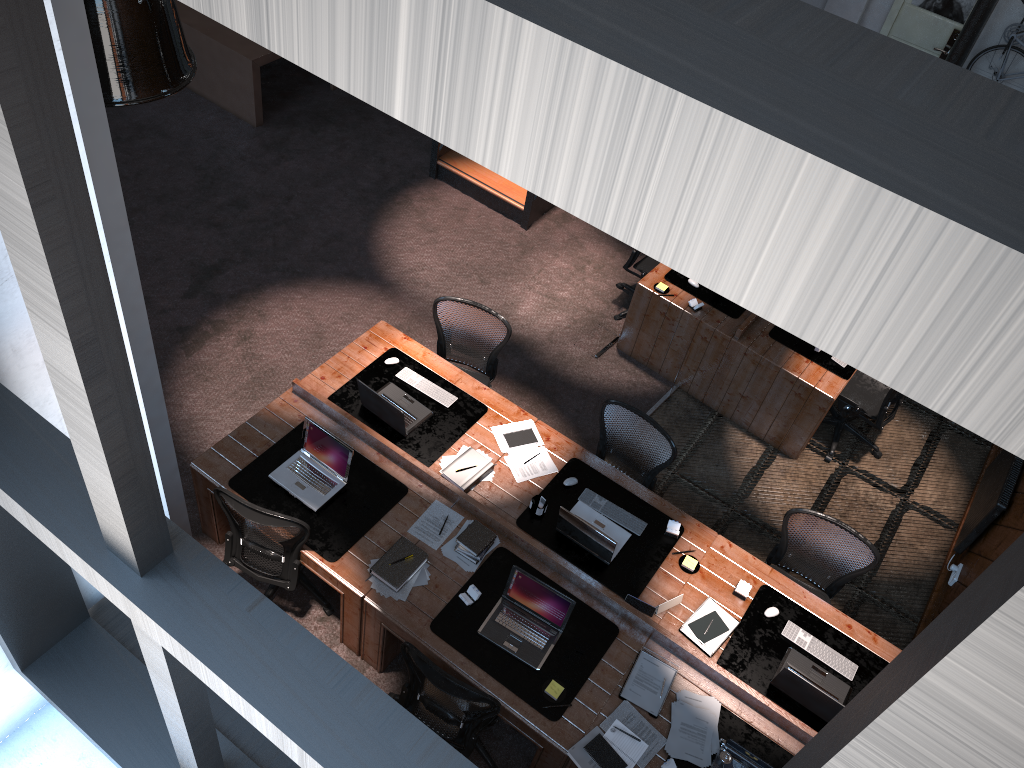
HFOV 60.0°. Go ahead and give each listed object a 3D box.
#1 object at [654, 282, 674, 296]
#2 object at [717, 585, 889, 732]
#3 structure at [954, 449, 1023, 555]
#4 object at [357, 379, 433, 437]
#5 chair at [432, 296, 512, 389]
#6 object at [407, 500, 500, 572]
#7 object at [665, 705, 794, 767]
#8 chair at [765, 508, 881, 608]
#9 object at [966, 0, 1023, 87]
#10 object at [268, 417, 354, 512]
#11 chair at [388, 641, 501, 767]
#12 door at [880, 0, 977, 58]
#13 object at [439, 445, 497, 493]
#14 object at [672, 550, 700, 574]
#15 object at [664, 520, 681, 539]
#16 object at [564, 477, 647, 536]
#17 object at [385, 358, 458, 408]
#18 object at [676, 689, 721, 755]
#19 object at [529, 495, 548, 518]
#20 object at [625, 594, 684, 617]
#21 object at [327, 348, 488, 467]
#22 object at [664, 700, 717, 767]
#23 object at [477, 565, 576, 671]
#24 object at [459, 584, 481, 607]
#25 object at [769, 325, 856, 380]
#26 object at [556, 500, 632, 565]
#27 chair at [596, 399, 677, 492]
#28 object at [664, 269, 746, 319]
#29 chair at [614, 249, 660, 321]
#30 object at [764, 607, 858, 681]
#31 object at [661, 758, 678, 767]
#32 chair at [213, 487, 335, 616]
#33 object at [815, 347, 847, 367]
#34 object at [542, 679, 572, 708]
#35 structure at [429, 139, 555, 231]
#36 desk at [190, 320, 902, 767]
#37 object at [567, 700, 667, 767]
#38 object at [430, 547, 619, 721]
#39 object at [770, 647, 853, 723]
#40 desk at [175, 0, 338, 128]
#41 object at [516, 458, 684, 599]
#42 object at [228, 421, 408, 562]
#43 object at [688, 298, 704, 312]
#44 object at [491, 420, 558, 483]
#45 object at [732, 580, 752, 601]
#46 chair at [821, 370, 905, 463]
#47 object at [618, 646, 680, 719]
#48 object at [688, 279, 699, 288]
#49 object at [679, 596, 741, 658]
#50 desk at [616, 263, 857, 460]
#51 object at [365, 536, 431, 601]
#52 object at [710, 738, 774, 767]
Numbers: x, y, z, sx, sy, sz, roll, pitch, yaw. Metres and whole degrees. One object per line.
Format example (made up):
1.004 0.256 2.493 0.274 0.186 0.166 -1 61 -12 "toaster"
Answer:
1.197 -0.760 7.044 0.158 0.026 0.154 0 48 -11 "object"
1.650 1.586 4.969 0.848 0.008 0.687 32 49 18 "object"
3.507 0.767 6.452 0.073 0.628 1.064 32 49 18 "structure"
-0.740 0.085 5.674 0.390 0.283 0.323 34 50 19 "object"
-0.384 -0.020 6.335 0.770 1.085 0.792 9 46 -3 "chair"
-0.327 0.855 5.178 0.478 0.098 0.319 31 49 17 "object"
1.182 2.063 4.429 0.848 0.008 0.687 32 49 18 "object"
1.780 1.347 5.509 0.770 1.085 0.792 16 46 4 "chair"
5.732 -3.705 9.529 1.022 1.846 0.655 14 46 1 "object"
-1.178 0.469 5.188 0.380 0.288 0.320 32 49 18 "object"
-0.298 1.612 4.834 0.770 1.085 0.792 16 46 4 "chair"
4.928 -4.181 10.484 1.013 2.268 0.064 32 49 18 "door"
-0.274 0.506 5.535 0.363 0.065 0.325 -27 58 -31 "object"
1.060 1.065 5.318 0.158 0.026 0.154 -4 48 -15 "object"
0.991 0.883 5.438 0.082 0.063 0.106 19 47 6 "object"
0.567 0.754 5.496 0.577 0.040 0.139 32 49 17 "object"
-0.626 -0.015 5.965 0.577 0.040 0.139 33 50 18 "object"
1.274 1.947 4.542 1.058 0.002 0.356 31 49 17 "object"
0.159 0.739 5.368 0.078 0.138 0.099 -30 59 -33 "object"
0.816 1.253 5.053 0.347 0.083 0.129 2 47 -10 "object"
-0.681 0.136 5.837 0.848 0.008 0.687 32 49 18 "object"
0.927 1.809 4.592 0.246 0.002 0.315 17 47 5 "object"
0.075 1.254 4.755 0.390 0.283 0.323 28 48 15 "object"
-0.234 1.174 4.917 0.106 0.063 0.082 -30 59 -33 "object"
2.495 -0.421 7.011 0.687 0.008 0.848 33 50 19 "object"
0.500 0.810 5.217 0.380 0.288 0.320 32 49 18 "object"
0.638 0.706 5.870 0.770 1.085 0.792 24 47 10 "chair"
1.734 -0.899 7.299 0.687 0.008 0.848 33 50 19 "object"
1.354 -1.052 7.653 0.792 1.085 0.770 24 47 10 "chair"
1.695 1.475 5.058 0.577 0.040 0.139 35 50 20 "object"
0.802 1.929 4.425 0.082 0.063 0.106 -25 57 -30 "object"
-1.396 0.852 5.314 0.770 1.085 0.792 9 46 -3 "chair"
2.524 -0.546 6.759 0.811 0.578 0.663 7 47 -5 "object"
0.226 1.610 4.633 0.158 0.026 0.154 0 48 -11 "object"
1.691 -4.359 9.253 10.620 4.603 5.793 32 49 18 "structure"
0.186 1.269 5.422 4.117 0.840 1.748 32 49 18 "desk"
0.539 1.839 4.489 0.467 0.017 0.304 -29 59 -32 "object"
0.077 1.342 4.872 0.848 0.008 0.687 32 49 18 "object"
1.655 1.586 4.772 0.390 0.283 0.323 32 49 18 "object"
-2.168 -4.233 10.116 1.650 0.750 3.630 32 49 18 "desk"
0.545 0.865 5.412 0.848 0.008 0.687 32 49 18 "object"
-1.149 0.613 5.297 0.848 0.008 0.687 32 49 18 "object"
1.440 -0.626 6.945 0.082 0.063 0.106 -25 57 -30 "object"
0.080 0.420 5.718 0.304 0.017 0.467 -11 51 -21 "object"
1.363 1.207 5.224 0.082 0.063 0.106 30 49 16 "object"
2.750 0.031 6.934 0.792 1.085 0.770 24 47 10 "chair"
0.736 1.591 4.741 0.229 0.060 0.316 27 48 13 "object"
1.866 -1.024 7.065 0.610 0.573 0.714 31 49 17 "object"
1.131 1.366 5.033 0.229 0.060 0.316 39 52 23 "object"
2.871 -1.194 8.267 1.748 0.840 4.117 34 50 19 "desk"
-0.632 1.039 4.967 0.363 0.065 0.325 -32 61 -34 "object"
1.118 1.971 4.403 0.322 0.116 0.290 30 49 16 "object"
